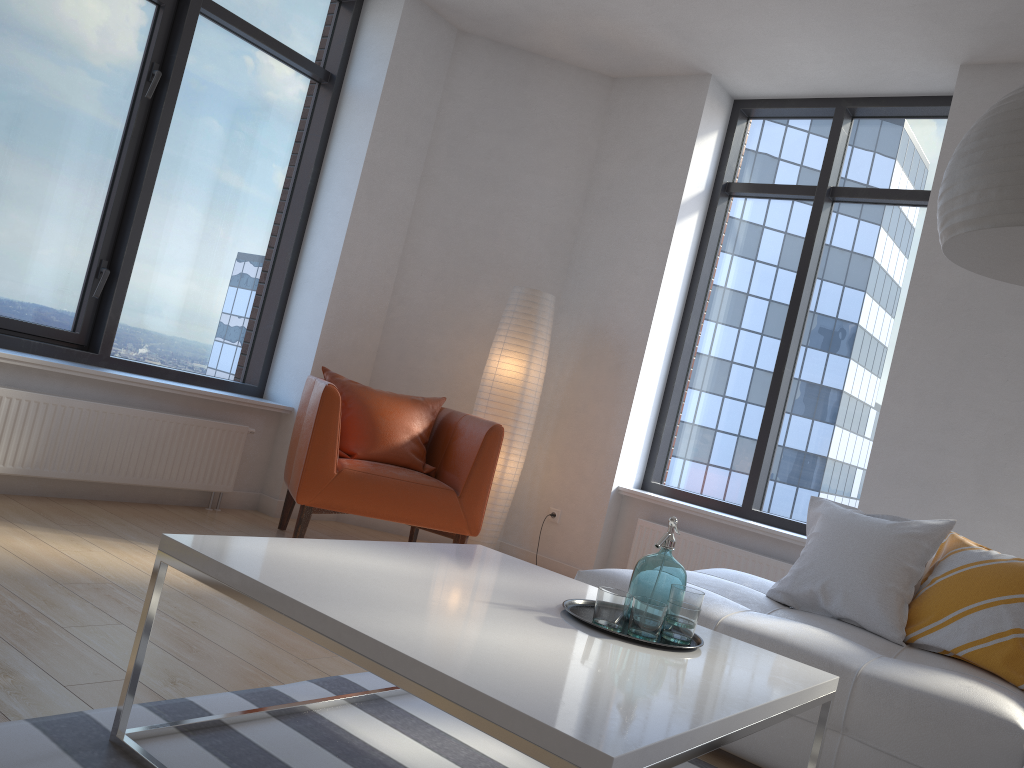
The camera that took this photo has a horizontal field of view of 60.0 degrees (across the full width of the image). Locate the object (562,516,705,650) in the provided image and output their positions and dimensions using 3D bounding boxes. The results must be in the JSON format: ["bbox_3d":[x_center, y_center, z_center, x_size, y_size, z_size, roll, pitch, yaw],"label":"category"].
[{"bbox_3d":[0.305,0.430,2.040,0.330,0.265,0.330,15,-2,-29],"label":"object"}]

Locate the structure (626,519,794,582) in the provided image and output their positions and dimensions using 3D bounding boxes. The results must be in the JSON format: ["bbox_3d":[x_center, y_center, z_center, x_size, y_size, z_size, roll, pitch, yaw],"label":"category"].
[{"bbox_3d":[1.066,1.060,4.627,1.015,0.460,0.110,12,-2,36],"label":"structure"}]

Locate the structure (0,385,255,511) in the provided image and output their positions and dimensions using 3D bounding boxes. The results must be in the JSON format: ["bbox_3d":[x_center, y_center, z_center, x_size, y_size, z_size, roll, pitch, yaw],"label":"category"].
[{"bbox_3d":[-1.853,0.327,4.132,0.110,0.460,1.474,12,-2,36],"label":"structure"}]

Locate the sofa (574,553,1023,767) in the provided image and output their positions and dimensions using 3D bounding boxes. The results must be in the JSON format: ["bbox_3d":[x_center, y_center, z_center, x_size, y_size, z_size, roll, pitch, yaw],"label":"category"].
[{"bbox_3d":[0.942,0.797,1.796,2.614,0.732,3.424,12,-2,36],"label":"sofa"}]

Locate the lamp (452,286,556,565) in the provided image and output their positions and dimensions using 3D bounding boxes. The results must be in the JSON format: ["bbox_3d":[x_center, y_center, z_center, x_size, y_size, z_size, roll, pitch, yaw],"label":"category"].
[{"bbox_3d":[0.162,0.287,4.915,0.804,1.550,0.502,14,-2,-3],"label":"lamp"}]

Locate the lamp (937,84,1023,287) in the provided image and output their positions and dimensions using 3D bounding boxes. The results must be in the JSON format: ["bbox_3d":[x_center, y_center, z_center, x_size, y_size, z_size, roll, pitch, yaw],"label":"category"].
[{"bbox_3d":[2.377,0.182,2.369,3.199,2.647,0.710,14,-2,-18],"label":"lamp"}]

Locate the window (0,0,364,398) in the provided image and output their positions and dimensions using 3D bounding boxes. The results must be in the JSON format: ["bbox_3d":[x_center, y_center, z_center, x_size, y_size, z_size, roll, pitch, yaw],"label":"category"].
[{"bbox_3d":[-1.756,-1.259,4.353,0.170,2.402,1.960,12,-2,36],"label":"window"}]

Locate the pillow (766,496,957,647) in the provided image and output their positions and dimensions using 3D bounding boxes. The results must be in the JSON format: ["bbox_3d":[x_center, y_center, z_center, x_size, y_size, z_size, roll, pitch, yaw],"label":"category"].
[{"bbox_3d":[1.493,0.673,2.445,0.580,0.456,2.156,15,-2,-28],"label":"pillow"}]

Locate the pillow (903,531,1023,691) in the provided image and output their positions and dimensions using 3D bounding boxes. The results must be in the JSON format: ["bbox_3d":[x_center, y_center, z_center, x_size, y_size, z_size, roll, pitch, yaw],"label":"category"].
[{"bbox_3d":[1.572,0.701,2.137,0.630,0.440,2.095,14,-2,-7],"label":"pillow"}]

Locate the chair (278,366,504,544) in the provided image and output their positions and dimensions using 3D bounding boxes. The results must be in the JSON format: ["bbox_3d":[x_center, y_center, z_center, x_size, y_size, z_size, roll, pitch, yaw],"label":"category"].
[{"bbox_3d":[-0.650,0.423,4.353,0.896,0.858,0.843,14,-2,-21],"label":"chair"}]

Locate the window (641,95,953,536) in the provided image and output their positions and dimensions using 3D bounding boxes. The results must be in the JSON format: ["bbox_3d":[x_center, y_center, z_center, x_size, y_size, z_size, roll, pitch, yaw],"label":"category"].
[{"bbox_3d":[1.605,-0.415,4.960,1.310,2.402,0.170,12,-2,36],"label":"window"}]

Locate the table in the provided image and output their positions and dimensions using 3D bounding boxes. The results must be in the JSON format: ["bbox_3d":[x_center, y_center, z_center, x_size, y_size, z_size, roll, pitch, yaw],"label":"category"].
[{"bbox_3d":[-0.033,0.704,1.932,1.091,0.435,1.091,12,-2,36],"label":"table"}]

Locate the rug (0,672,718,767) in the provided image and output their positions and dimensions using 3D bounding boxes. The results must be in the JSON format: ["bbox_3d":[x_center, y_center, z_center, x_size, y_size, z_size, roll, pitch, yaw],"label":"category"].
[{"bbox_3d":[-0.123,0.901,1.665,1.662,0.016,2.326,12,-2,36],"label":"rug"}]
